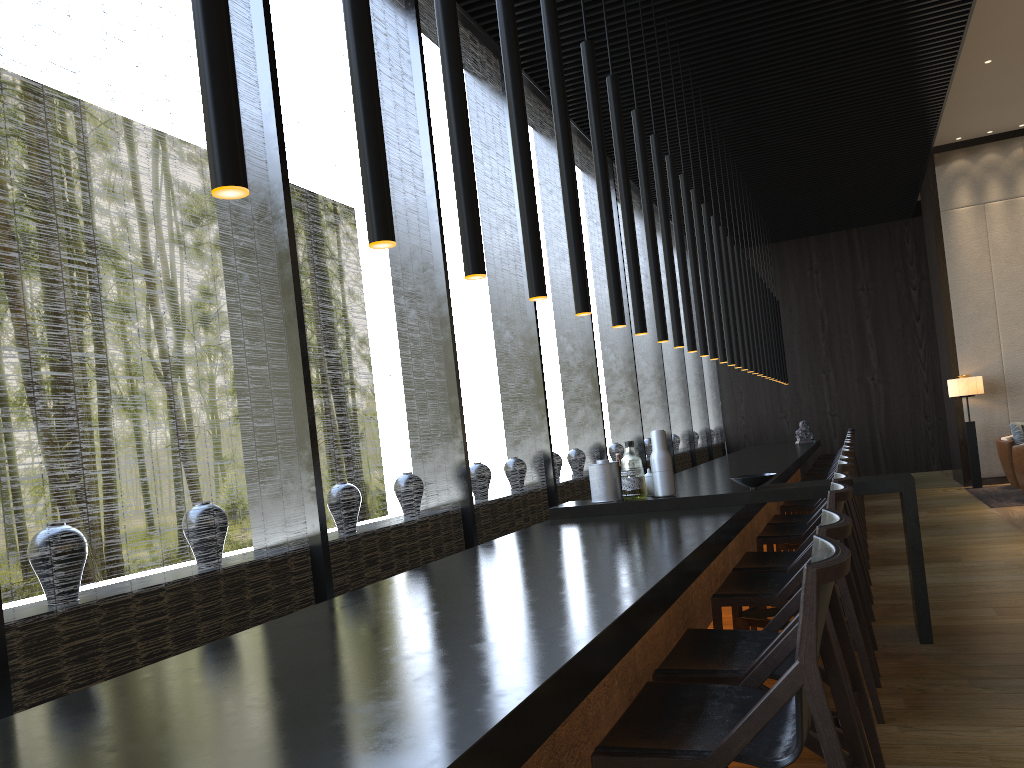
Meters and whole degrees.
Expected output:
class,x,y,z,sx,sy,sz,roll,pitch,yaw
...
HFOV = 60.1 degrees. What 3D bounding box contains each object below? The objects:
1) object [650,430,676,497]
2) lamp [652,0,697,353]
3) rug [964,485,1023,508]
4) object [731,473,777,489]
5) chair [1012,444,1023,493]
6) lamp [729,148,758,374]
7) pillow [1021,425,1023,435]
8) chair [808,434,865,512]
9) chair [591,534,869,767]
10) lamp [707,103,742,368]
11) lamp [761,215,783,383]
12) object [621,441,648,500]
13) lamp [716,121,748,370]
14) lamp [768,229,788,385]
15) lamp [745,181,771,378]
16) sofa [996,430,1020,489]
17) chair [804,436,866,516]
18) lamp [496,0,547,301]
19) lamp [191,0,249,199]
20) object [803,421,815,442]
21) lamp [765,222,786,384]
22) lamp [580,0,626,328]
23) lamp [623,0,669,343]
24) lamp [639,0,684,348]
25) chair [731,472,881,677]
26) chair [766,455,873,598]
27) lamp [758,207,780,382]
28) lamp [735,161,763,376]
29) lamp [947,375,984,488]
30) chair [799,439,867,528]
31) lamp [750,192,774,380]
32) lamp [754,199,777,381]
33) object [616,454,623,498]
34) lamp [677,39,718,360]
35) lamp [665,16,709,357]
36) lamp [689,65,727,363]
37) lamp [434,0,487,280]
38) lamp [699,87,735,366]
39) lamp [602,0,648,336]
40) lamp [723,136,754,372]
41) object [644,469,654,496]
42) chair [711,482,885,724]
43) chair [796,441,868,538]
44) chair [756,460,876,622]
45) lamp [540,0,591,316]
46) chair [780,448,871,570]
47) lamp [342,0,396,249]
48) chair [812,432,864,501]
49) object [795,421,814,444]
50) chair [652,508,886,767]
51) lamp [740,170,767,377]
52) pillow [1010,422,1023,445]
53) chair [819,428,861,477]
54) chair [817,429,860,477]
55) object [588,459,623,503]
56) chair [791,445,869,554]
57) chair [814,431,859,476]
class,x,y,z,sx,sy,sz,roll,pitch,yaw
object,0.780,0.413,4.621,0.113,0.344,0.113,-7,-1,16
lamp,1.017,-1.405,5.660,0.060,2.418,0.060,-7,-1,16
rug,5.980,1.094,9.239,2.046,0.008,2.240,-8,-4,21
object,1.222,0.496,4.472,0.228,0.067,0.227,-8,-4,24
chair,5.322,0.820,8.554,0.806,0.603,0.605,-7,-3,21
lamp,2.394,-1.308,9.207,0.060,2.418,0.060,-7,-1,16
pillow,6.047,0.618,10.045,0.473,0.361,0.219,-7,-2,18
chair,3.593,0.996,9.884,0.564,0.826,0.525,-7,-2,21
chair,0.503,0.780,1.925,0.564,0.826,0.525,-7,-2,21
lamp,1.872,-1.345,7.864,0.060,2.418,0.060,-7,-1,26
lamp,3.620,-1.222,12.366,0.060,2.418,0.060,-7,-1,16
object,0.629,0.450,4.634,0.129,0.305,0.129,-7,-1,7
lamp,2.051,-1.332,8.324,0.060,2.418,0.060,-7,-1,16
lamp,3.991,-1.196,13.322,0.060,2.418,0.060,-7,-1,16
lamp,2.913,-1.272,10.543,0.060,2.418,0.060,-7,-1,16
sofa,6.303,0.768,10.011,1.452,0.693,0.602,-8,-2,21
chair,3.385,0.982,9.349,0.564,0.826,0.525,-7,-2,21
lamp,-0.048,-1.479,2.918,0.060,2.418,0.060,-7,-1,16
lamp,-0.603,-1.518,1.488,0.060,2.418,0.060,-7,-1,16
object,4.112,0.671,12.448,0.163,0.313,0.210,-5,-2,-44
lamp,3.804,-1.210,12.840,0.060,2.418,0.060,-7,-1,16
lamp,0.338,-1.452,3.913,0.060,2.418,0.060,-7,-1,16
lamp,0.684,-1.428,4.801,0.060,2.418,0.060,-7,-1,16
lamp,0.852,-1.416,5.235,0.060,2.418,0.060,-7,-1,16
chair,1.285,0.835,3.940,0.564,0.826,0.525,-7,-2,21
chair,1.860,0.875,5.420,0.564,0.826,0.525,-7,-2,21
lamp,3.440,-1.235,11.901,0.060,2.418,0.060,-7,-1,16
lamp,2.565,-1.296,9.648,0.060,2.418,0.060,-7,-1,16
lamp,5.478,0.569,10.569,0.374,1.350,0.376,-6,-1,-39
chair,3.009,0.955,8.380,0.564,0.826,0.525,-7,-2,21
lamp,3.083,-1.260,10.981,0.060,2.418,0.060,-7,-1,16
lamp,3.256,-1.248,11.428,0.060,2.418,0.060,-7,-1,16
object,0.593,0.502,4.825,0.067,0.237,0.067,-7,-1,15
lamp,1.354,-1.381,6.528,0.060,2.418,0.060,-7,-1,16
lamp,1.192,-1.392,6.112,0.060,2.418,0.060,-7,-1,16
lamp,1.535,-1.368,6.995,0.060,2.418,0.060,-7,-1,26
lamp,-0.234,-1.492,2.439,0.060,2.418,0.060,-7,-1,16
lamp,1.708,-1.356,7.441,0.060,2.418,0.060,-7,-1,16
lamp,0.495,-1.441,4.315,0.060,2.418,0.060,-7,-1,16
lamp,2.230,-1.320,8.785,0.060,2.418,0.060,-7,-1,26
object,0.740,0.491,4.772,0.136,0.217,0.136,-7,-2,8
chair,1.077,0.820,3.405,0.564,0.826,0.525,-7,-2,21
chair,2.801,0.941,7.844,0.564,0.826,0.525,-7,-2,21
chair,1.652,0.860,4.885,0.564,0.826,0.525,-7,-2,21
lamp,0.139,-1.466,3.399,0.060,2.418,0.060,-7,-1,16
chair,2.226,0.901,6.364,0.564,0.826,0.525,-7,-2,21
lamp,-0.419,-1.505,1.961,0.060,2.418,0.060,-7,-1,16
chair,3.969,1.023,10.853,0.564,0.826,0.525,-7,-2,21
object,4.017,0.666,12.216,0.207,0.310,0.162,-6,-1,1
chair,0.711,0.794,2.461,0.564,0.826,0.525,-7,-2,21
lamp,2.732,-1.285,10.079,0.060,2.418,0.060,-7,-1,16
pillow,6.008,0.614,10.226,0.433,0.399,0.201,-6,-1,0
chair,4.761,1.078,12.893,0.564,0.826,0.525,-7,-2,21
chair,4.553,1.064,12.357,0.564,0.826,0.525,-7,-2,21
object,0.498,0.516,4.743,0.169,0.219,0.168,-7,-2,16
chair,2.434,0.915,6.900,0.564,0.826,0.525,-7,-2,21
chair,4.177,1.037,11.389,0.564,0.826,0.525,-7,-2,21
